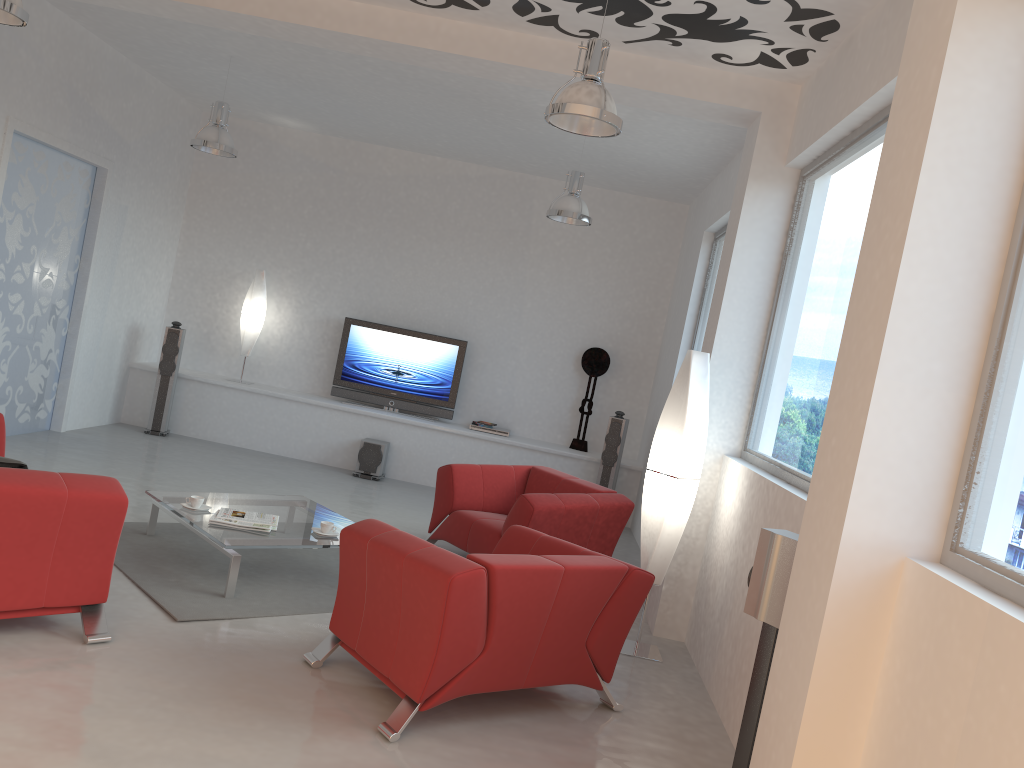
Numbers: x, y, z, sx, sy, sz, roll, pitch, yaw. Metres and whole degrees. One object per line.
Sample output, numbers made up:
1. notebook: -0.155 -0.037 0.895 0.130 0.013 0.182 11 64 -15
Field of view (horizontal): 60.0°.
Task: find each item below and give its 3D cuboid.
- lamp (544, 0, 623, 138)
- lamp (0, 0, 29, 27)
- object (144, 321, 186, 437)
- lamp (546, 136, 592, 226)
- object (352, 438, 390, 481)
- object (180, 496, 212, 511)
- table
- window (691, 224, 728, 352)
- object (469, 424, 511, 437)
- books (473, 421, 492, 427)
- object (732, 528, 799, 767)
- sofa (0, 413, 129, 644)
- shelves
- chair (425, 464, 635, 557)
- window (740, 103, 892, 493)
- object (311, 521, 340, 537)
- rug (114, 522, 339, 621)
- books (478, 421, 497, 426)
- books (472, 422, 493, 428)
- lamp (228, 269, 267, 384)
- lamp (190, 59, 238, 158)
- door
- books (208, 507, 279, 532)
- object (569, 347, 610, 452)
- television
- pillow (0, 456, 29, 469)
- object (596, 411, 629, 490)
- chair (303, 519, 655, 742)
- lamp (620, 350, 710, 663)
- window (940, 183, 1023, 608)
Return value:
1. lamp: 0.419 -1.639 4.265 0.379 0.800 0.379 13 3 31
2. lamp: -2.529 -2.234 4.369 0.379 0.800 0.379 11 2 -5
3. object: -3.565 -0.066 9.167 0.255 1.184 0.273 11 2 -13
4. lamp: 0.543 -1.732 7.261 0.379 0.800 0.379 13 3 42
5. object: -1.441 0.774 9.132 0.336 0.374 0.337 11 2 2
6. object: -1.859 0.702 5.229 0.153 0.069 0.153 13 3 28
7. table: -1.497 0.948 5.398 1.097 0.286 1.162 9 3 -43
8. window: 1.701 -0.466 7.046 0.100 1.800 2.400 11 2 2
9. object: -0.236 0.493 9.650 0.430 0.045 0.352 11 2 2
10. books: -0.321 0.432 9.627 0.190 0.015 0.135 11 2 -18
11. object: 0.928 1.104 3.284 0.214 1.112 0.229 10 3 -33
12. sofa: -2.641 0.546 4.132 1.929 0.738 0.951 13 3 42
13. shelves: -1.331 0.332 9.575 5.500 0.050 0.650 11 2 2
14. chair: 0.087 1.005 6.347 0.951 0.738 1.288 10 3 -38
15. window: 1.585 -0.379 4.249 0.100 1.800 2.400 11 2 2
16. object: -1.098 0.854 5.239 0.153 0.069 0.153 10 3 -31
17. rug: -1.535 1.089 5.395 1.700 0.025 1.700 9 3 -43
18. books: -0.268 0.427 9.620 0.190 0.015 0.135 12 2 12
19. books: -0.323 0.446 9.625 0.190 0.015 0.135 10 3 -33
20. lamp: -2.836 -0.630 9.641 0.263 1.239 0.263 11 2 -6
21. lamp: -2.404 -2.327 7.365 0.379 0.800 0.379 11 2 -2
22. door: -4.086 -0.801 7.476 0.240 2.550 1.600 11 2 2
23. books: -1.537 0.787 5.150 0.367 0.035 0.345 11 2 -8
24. object: 0.830 0.162 9.597 0.331 1.130 0.108 12 2 27
25. television: -1.236 -0.147 9.673 1.356 0.919 0.343 11 2 2
26. pillow: -2.261 0.455 3.798 0.402 0.343 0.288 11 2 -5
27. object: 0.988 0.853 9.001 0.255 1.184 0.273 12 2 17
28. chair: -0.129 1.051 4.096 1.288 0.738 0.951 10 3 -38
29. lamp: 0.904 0.685 5.159 0.313 1.779 0.313 11 2 -6
30. window: 1.468 -0.291 1.453 0.100 1.800 2.400 11 2 2
